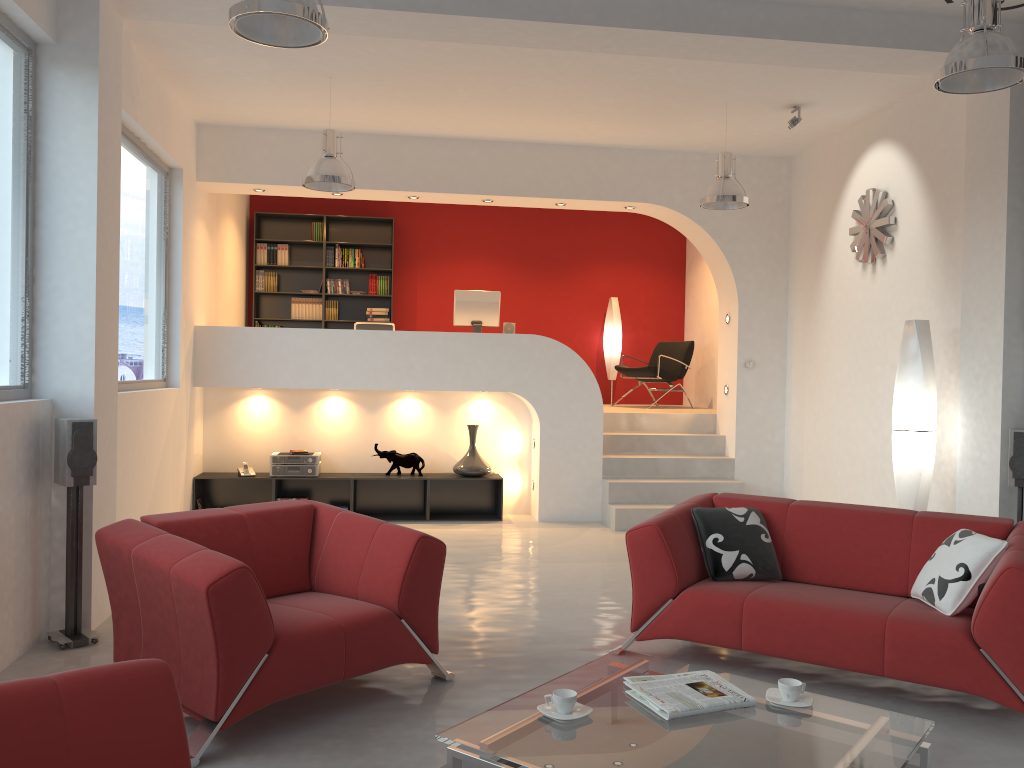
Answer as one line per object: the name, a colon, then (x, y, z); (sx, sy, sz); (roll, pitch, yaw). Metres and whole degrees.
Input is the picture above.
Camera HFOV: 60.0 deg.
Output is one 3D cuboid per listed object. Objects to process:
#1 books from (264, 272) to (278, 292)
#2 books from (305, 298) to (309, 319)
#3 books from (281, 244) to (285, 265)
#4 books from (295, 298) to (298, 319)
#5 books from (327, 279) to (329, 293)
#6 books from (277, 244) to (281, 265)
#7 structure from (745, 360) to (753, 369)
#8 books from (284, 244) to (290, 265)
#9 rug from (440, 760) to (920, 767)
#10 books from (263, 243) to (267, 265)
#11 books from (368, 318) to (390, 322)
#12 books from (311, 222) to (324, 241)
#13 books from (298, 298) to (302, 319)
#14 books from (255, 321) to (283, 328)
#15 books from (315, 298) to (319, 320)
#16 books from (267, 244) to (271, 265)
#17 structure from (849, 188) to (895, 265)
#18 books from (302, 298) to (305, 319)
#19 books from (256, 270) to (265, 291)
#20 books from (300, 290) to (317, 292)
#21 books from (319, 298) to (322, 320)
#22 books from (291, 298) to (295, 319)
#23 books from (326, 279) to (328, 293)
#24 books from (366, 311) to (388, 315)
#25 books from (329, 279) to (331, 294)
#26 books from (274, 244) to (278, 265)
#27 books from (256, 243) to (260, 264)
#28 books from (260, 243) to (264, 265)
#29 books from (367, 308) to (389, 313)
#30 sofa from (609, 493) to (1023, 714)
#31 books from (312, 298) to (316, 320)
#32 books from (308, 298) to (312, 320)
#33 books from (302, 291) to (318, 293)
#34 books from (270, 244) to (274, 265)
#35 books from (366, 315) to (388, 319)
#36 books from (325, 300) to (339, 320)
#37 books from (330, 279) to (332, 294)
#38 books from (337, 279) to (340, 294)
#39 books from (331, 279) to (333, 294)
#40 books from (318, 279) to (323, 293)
books: (-2.899, -1.215, 10.673); (0.146, 0.240, 0.170); (1, 1, -8)
books: (-2.473, -0.902, 10.726); (0.040, 0.260, 0.200); (1, 1, -8)
books: (-2.751, -1.539, 10.677); (0.040, 0.260, 0.200); (1, 1, -8)
books: (-2.593, -0.904, 10.709); (0.040, 0.260, 0.200); (1, 1, -8)
books: (-2.227, -1.179, 10.776); (0.031, 0.190, 0.135); (1, 1, -8)
books: (-2.791, -1.540, 10.671); (0.040, 0.260, 0.200); (1, 1, -8)
structure: (2.274, -0.184, 8.494); (0.080, 0.080, 0.016); (1, 1, -8)
books: (-2.711, -1.538, 10.682); (0.040, 0.260, 0.200); (1, 1, -8)
rug: (0.565, 1.354, 2.763); (1.700, 0.025, 1.700); (2, 1, 37)
books: (-2.952, -1.543, 10.648); (0.040, 0.260, 0.200); (1, 1, -8)
books: (-1.627, -0.776, 10.835); (0.260, 0.040, 0.200); (1, 1, -7)
books: (-2.346, -1.823, 10.741); (0.146, 0.240, 0.170); (1, 1, -8)
books: (-2.553, -0.903, 10.715); (0.040, 0.260, 0.200); (1, 1, -8)
books: (-2.904, -0.606, 10.659); (0.341, 0.286, 0.231); (1, 1, -8)
books: (-2.352, -0.899, 10.743); (0.040, 0.260, 0.200); (1, 1, -8)
books: (-2.912, -1.542, 10.654); (0.040, 0.260, 0.200); (1, 1, -8)
structure: (2.837, -1.250, 7.033); (0.090, 0.596, 0.596); (1, 1, -8)
books: (-2.513, -0.902, 10.720); (0.040, 0.260, 0.200); (1, 1, -8)
books: (-3.018, -1.226, 10.657); (0.090, 0.256, 0.181); (1, 1, -8)
books: (-2.460, -1.125, 10.744); (0.190, 0.015, 0.135); (1, 1, -8)
books: (-2.312, -0.899, 10.749); (0.040, 0.260, 0.200); (1, 1, -8)
books: (-2.633, -0.904, 10.704); (0.040, 0.260, 0.200); (1, 1, -8)
books: (-2.242, -1.179, 10.774); (0.031, 0.190, 0.135); (1, 1, -8)
books: (-1.647, -0.857, 10.826); (0.260, 0.040, 0.200); (1, 1, -9)
books: (-2.212, -1.178, 10.778); (0.031, 0.190, 0.135); (1, 1, -8)
books: (-2.832, -1.540, 10.665); (0.040, 0.260, 0.200); (1, 1, -8)
books: (-3.032, -1.544, 10.637); (0.040, 0.260, 0.200); (1, 1, -8)
books: (-2.992, -1.543, 10.643); (0.040, 0.260, 0.200); (1, 1, -8)
books: (-1.635, -0.896, 10.818); (0.260, 0.040, 0.200); (1, 1, -8)
sofa: (1.528, 0.989, 4.196); (1.929, 0.738, 0.951); (2, 1, 32)
books: (-2.392, -0.900, 10.738); (0.040, 0.260, 0.200); (1, 1, -8)
books: (-2.433, -0.901, 10.732); (0.040, 0.260, 0.200); (1, 1, -8)
books: (-2.442, -1.110, 10.747); (0.190, 0.015, 0.135); (1, 1, -8)
books: (-2.872, -1.541, 10.660); (0.040, 0.260, 0.200); (1, 1, -8)
books: (-1.644, -0.817, 10.828); (0.260, 0.040, 0.200); (1, 1, -8)
books: (-2.189, -0.887, 10.778); (0.146, 0.240, 0.170); (1, 1, -8)
books: (-2.197, -1.178, 10.781); (0.031, 0.190, 0.135); (1, 1, -8)
books: (-2.108, -1.176, 10.793); (0.031, 0.190, 0.135); (1, 1, -8)
books: (-2.182, -1.178, 10.783); (0.031, 0.190, 0.135); (1, 1, -8)
books: (-2.317, -1.178, 10.764); (0.063, 0.187, 0.135); (1, 1, -8)
